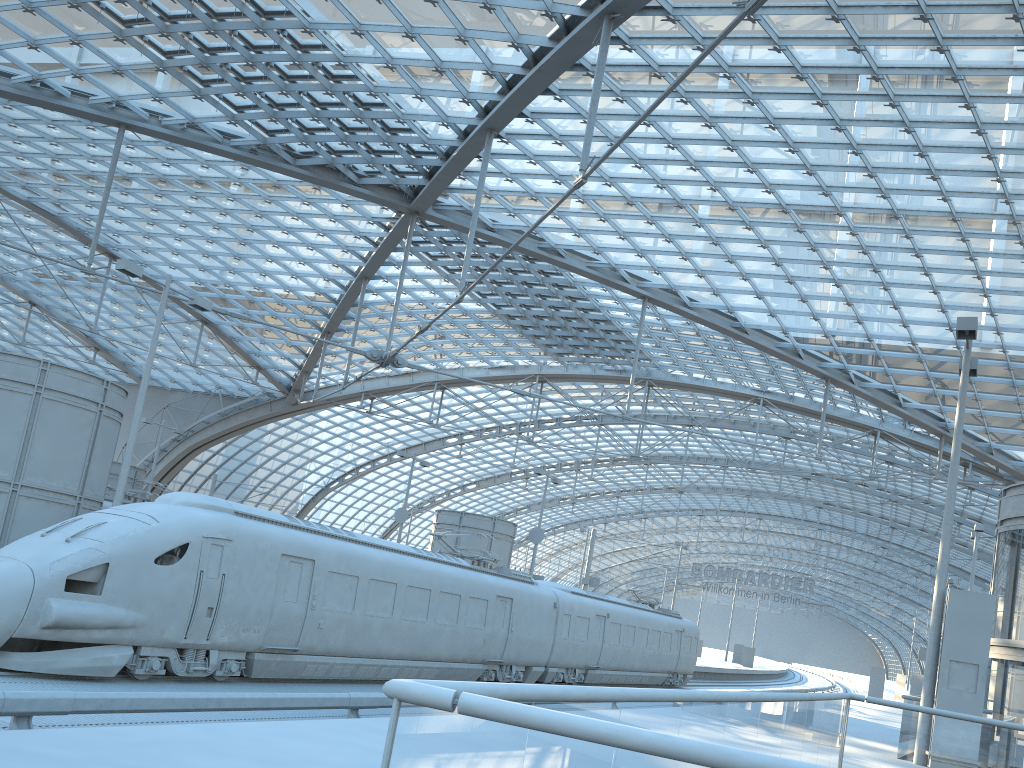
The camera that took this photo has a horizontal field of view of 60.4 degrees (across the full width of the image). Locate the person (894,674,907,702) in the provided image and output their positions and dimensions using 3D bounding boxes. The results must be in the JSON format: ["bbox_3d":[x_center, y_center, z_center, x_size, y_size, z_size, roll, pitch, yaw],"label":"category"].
[{"bbox_3d":[23.770,18.593,53.769,0.001,1.587,0.815,12,-9,-15],"label":"person"}]

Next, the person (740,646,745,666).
[{"bbox_3d":[20.407,23.702,76.385,0.870,1.680,0.001,5,-8,29],"label":"person"}]

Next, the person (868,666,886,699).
[{"bbox_3d":[20.603,16.871,49.519,0.001,1.772,0.901,15,-10,-35],"label":"person"}]

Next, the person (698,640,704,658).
[{"bbox_3d":[16.809,23.821,79.144,0.707,1.588,0.001,5,-9,34],"label":"person"}]

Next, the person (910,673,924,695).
[{"bbox_3d":[21.687,16.466,47.199,0.069,1.781,0.785,14,-9,-28],"label":"person"}]

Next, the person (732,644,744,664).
[{"bbox_3d":[20.749,24.847,80.914,0.895,1.772,0.001,6,-8,24],"label":"person"}]

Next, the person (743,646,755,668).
[{"bbox_3d":[19.661,22.681,72.823,0.823,1.706,0.001,6,-8,29],"label":"person"}]
